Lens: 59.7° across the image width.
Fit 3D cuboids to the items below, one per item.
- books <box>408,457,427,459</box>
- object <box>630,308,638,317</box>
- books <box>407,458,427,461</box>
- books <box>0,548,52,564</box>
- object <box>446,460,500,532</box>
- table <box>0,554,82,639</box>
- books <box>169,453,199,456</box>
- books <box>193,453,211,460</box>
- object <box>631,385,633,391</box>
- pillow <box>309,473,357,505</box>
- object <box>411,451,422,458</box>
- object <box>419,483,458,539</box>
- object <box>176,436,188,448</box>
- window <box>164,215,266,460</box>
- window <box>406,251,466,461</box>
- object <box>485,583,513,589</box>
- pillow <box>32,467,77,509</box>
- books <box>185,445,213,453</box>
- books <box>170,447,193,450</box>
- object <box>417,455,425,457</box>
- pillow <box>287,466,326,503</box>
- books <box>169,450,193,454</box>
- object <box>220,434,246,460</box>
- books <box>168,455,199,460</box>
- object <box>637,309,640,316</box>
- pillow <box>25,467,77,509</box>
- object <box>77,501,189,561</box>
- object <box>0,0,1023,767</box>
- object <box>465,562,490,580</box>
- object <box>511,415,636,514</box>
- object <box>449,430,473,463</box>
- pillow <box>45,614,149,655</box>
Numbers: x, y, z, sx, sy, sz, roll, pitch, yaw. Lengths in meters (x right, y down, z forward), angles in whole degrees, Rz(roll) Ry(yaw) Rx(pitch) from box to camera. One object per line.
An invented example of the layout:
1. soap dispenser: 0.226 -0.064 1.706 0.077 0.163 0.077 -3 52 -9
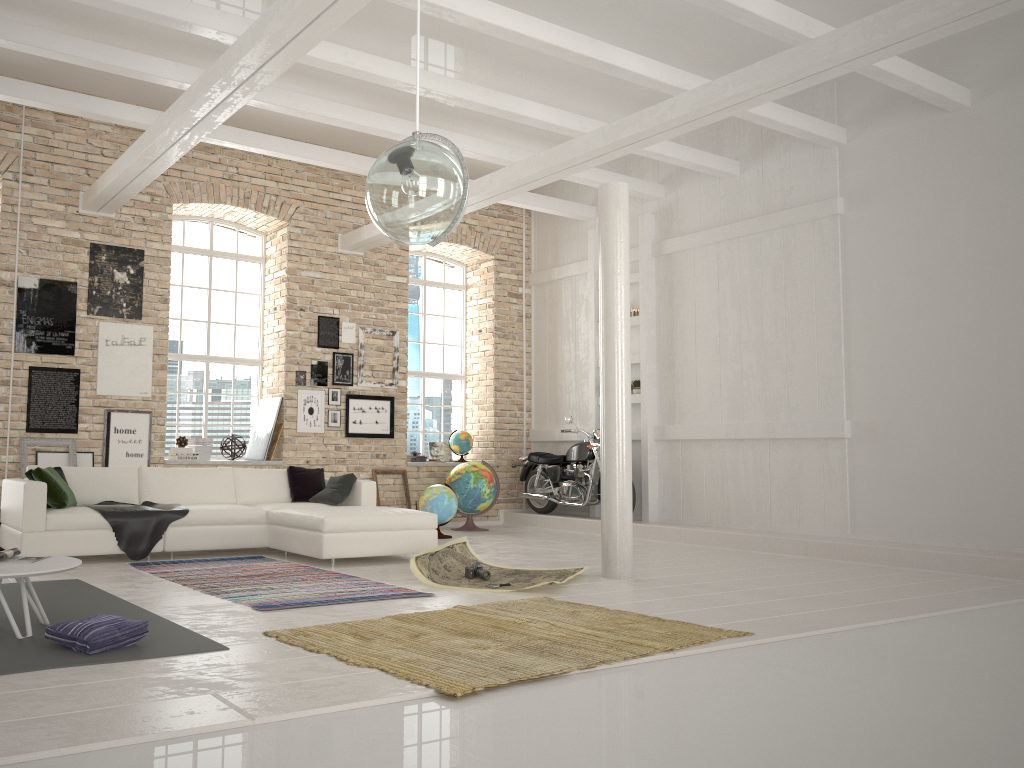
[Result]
1. books: -1.292 0.982 11.880 0.241 0.026 0.217 5 -6 -40
2. object: 1.525 -0.886 11.123 0.102 0.120 0.112 2 -5 -19
3. books: -1.299 1.007 11.871 0.238 0.029 0.216 4 -6 -37
4. books: -2.649 0.899 4.676 0.369 0.048 0.308 1 -5 -6
5. object: -0.520 1.425 11.333 0.695 0.924 0.615 -2 -6 29
6. table: -2.653 1.079 4.488 0.871 0.342 0.951 3 -5 -22
7. books: -3.707 0.798 10.067 0.253 0.024 0.233 5 -6 -39
8. books: -3.686 0.846 10.467 0.224 0.088 0.336 4 -6 -32
9. object: 1.423 0.062 11.148 0.216 0.158 0.239 5 -7 -44
10. pillow: -1.773 1.034 8.839 0.444 0.305 0.318 -4 -7 44
11. object: -1.271 0.944 11.906 0.096 0.090 0.471 0 -5 2
12. object: -0.843 1.449 10.192 0.454 0.631 0.441 0 -5 4
13. object: -3.750 0.657 10.130 0.140 0.137 0.146 1 -5 -9
14. window: -0.060 -0.919 6.142 1.341 2.989 12.167 4 -6 -37
15. window: 2.408 -0.746 7.830 1.341 2.989 12.167 4 -6 -37
16. object: -0.079 1.421 6.294 0.213 0.019 0.103 5 -6 -39
17. pillow: -3.859 0.871 7.522 0.298 0.344 0.426 1 -5 -12
18. books: -3.686 0.763 10.476 0.222 0.088 0.338 5 -6 -41
19. books: -3.735 0.732 10.069 0.188 0.030 0.172 -4 -7 43
20. object: -1.287 0.959 11.871 0.200 0.021 0.169 4 -6 -36
21. pillow: -2.096 1.038 9.154 0.400 0.390 0.257 4 -6 -35
22. books: -3.740 0.766 10.063 0.207 0.041 0.190 -3 -6 40
23. object: -3.253 0.737 10.399 0.327 0.307 0.285 -4 -7 45
24. books: -3.709 0.833 10.062 0.259 0.048 0.233 5 -6 -39
25. object: 1.598 -0.877 11.025 0.110 0.088 0.104 0 -5 5
26. pillow: -4.018 0.905 7.773 0.322 0.365 0.401 0 -5 9
27. object: -3.353 1.274 7.814 0.838 0.464 0.826 4 -6 -38
28. object: -0.410 -0.984 5.943 9.503 4.800 12.611 4 -6 -36
29. object: -0.250 1.402 6.688 0.139 0.124 0.180 4 -6 -36
30. object: 0.785 1.039 11.380 0.761 1.329 2.314 5 -6 -41
31. object: -0.700 0.863 12.345 0.311 0.465 0.349 3 -6 -31
32. pillow: -1.947 1.179 4.184 0.376 0.164 0.332 -2 -6 30
